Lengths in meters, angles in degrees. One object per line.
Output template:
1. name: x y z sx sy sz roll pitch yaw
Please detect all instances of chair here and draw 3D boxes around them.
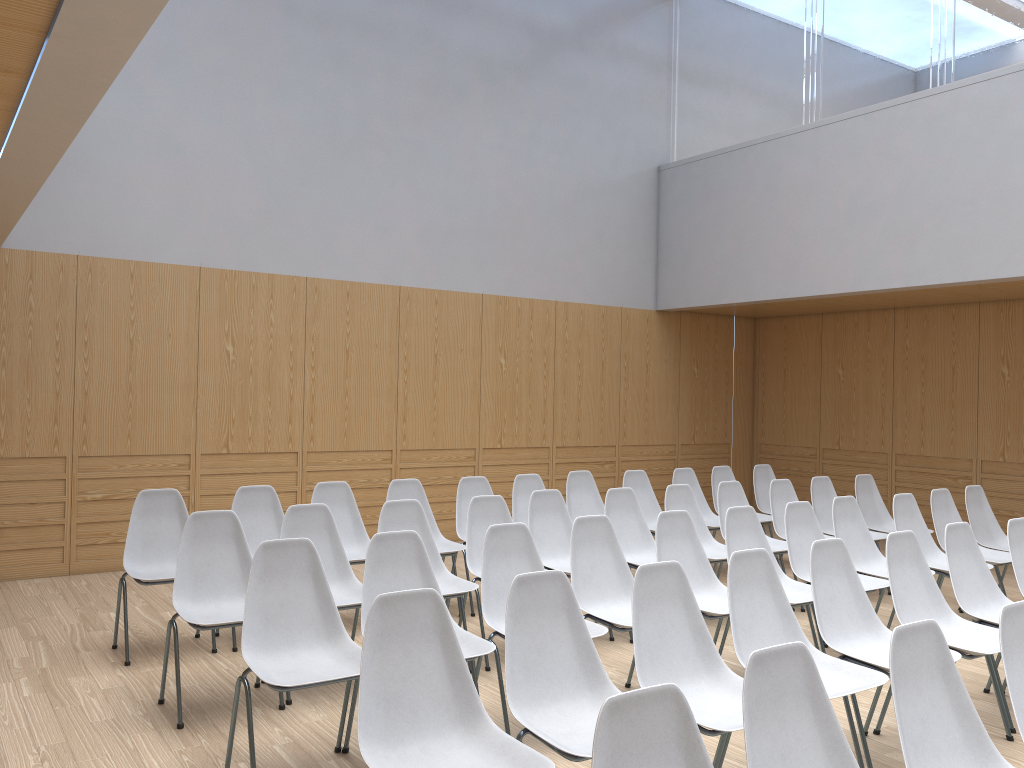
1. chair: 2.545 1.162 6.728 0.479 0.876 0.505 2 -1 -34
2. chair: -0.143 1.096 6.090 0.479 0.876 0.505 2 -1 -34
3. chair: 1.229 1.088 2.209 0.479 0.876 0.505 2 -1 -34
4. chair: 1.575 1.145 7.257 0.479 0.876 0.505 2 -1 -34
5. chair: 0.832 1.112 5.543 0.479 0.876 0.505 2 -1 -34
6. chair: -0.929 1.062 4.394 0.479 0.876 0.505 2 -1 -34
7. chair: 1.121 1.132 6.937 0.479 0.876 0.505 2 -1 -34
8. chair: -1.034 1.071 5.531 0.479 0.876 0.505 2 -1 -34
9. chair: 1.811 1.128 5.000 0.479 0.876 0.505 2 -1 -34
10. chair: 2.795 1.145 4.459 0.479 0.876 0.505 2 -1 -34
11. chair: 2.362 1.133 4.236 0.479 0.876 0.505 2 -1 -34
12. chair: 0.662 1.120 6.758 0.479 0.876 0.505 2 -1 -34
13. chair: 0.109 1.080 3.866 0.479 0.876 0.505 2 -1 -34
14. chair: 2.403 1.170 7.841 0.479 0.876 0.505 2 -1 -34
15. chair: 2.137 1.150 6.418 0.479 0.876 0.505 2 -1 -34
16. chair: 2.209 1.141 5.341 0.479 0.876 0.505 2 -1 -34
17. chair: 1.928 1.120 3.893 0.479 0.876 0.505 2 -1 -34
18. chair: 1.696 1.138 6.176 0.479 0.876 0.505 2 -1 -34
19. chair: 0.525 1.092 4.198 0.479 0.876 0.505 2 -1 -34
20. chair: -0.187 1.059 2.457 0.479 0.876 0.505 2 -1 -34
21. chair: 1.072 1.095 3.311 0.479 0.876 0.505 2 -1 -34
22. chair: 0.246 1.107 6.377 0.479 0.876 0.505 2 -1 -34
23. chair: 0.222 1.071 2.783 0.479 0.876 0.505 2 -1 -34
24. chair: 1.493 1.108 3.621 0.479 0.876 0.505 2 -1 -34
25. chair: -0.366 1.066 3.567 0.479 0.876 0.505 2 -1 -34
26. chair: -0.771 1.055 3.318 0.479 0.876 0.505 2 -1 -34
27. chair: -0.594 1.083 5.806 0.479 0.876 0.505 2 -1 -34
28. chair: 3.501 1.178 6.268 0.479 0.876 0.505 2 -1 -34
29. chair: 2.685 1.154 5.582 0.479 0.876 0.505 2 -1 -34
30. chair: 1.669 1.101 2.486 0.479 0.876 0.505 2 -1 -34
31. chair: 0.342 1.099 5.332 0.479 0.876 0.505 2 -1 -34
32. chair: 0.980 1.105 4.457 0.479 0.876 0.505 2 -1 -34
33. chair: 0.777 1.075 1.951 0.479 0.876 0.505 2 -1 -34
34. chair: -1.908 1.045 4.914 0.479 0.876 0.505 2 -1 -34
35. chair: 1.396 1.116 4.706 0.479 0.876 0.505 2 -1 -34
36. chair: -0.015 1.088 4.957 0.479 0.876 0.505 2 -1 -34
37. chair: 1.269 1.125 5.863 0.479 0.876 0.505 2 -1 -34
38. chair: 0.661 1.083 2.999 0.479 0.876 0.505 2 -1 -34
39. chair: 1.968 1.157 7.570 0.479 0.876 0.505 2 -1 -34
40. chair: -0.475 1.074 4.656 0.479 0.876 0.505 2 -1 -34
41. chair: -1.316 1.050 4.074 0.479 0.876 0.505 2 -1 -34
42. chair: 0.396 1.064 1.610 0.479 0.876 0.505 2 -1 -34
43. chair: -1.434 1.059 5.202 0.479 0.876 0.505 2 -1 -34
44. chair: 2.995 1.175 7.013 0.479 0.876 0.505 2 -1 -34
45. chair: 3.101 1.166 5.946 0.479 0.876 0.505 2 -1 -34

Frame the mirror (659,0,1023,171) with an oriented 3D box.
1. mirror: 6.820 -3.454 2.920 0.253 2.090 17.827 2 -1 -34
